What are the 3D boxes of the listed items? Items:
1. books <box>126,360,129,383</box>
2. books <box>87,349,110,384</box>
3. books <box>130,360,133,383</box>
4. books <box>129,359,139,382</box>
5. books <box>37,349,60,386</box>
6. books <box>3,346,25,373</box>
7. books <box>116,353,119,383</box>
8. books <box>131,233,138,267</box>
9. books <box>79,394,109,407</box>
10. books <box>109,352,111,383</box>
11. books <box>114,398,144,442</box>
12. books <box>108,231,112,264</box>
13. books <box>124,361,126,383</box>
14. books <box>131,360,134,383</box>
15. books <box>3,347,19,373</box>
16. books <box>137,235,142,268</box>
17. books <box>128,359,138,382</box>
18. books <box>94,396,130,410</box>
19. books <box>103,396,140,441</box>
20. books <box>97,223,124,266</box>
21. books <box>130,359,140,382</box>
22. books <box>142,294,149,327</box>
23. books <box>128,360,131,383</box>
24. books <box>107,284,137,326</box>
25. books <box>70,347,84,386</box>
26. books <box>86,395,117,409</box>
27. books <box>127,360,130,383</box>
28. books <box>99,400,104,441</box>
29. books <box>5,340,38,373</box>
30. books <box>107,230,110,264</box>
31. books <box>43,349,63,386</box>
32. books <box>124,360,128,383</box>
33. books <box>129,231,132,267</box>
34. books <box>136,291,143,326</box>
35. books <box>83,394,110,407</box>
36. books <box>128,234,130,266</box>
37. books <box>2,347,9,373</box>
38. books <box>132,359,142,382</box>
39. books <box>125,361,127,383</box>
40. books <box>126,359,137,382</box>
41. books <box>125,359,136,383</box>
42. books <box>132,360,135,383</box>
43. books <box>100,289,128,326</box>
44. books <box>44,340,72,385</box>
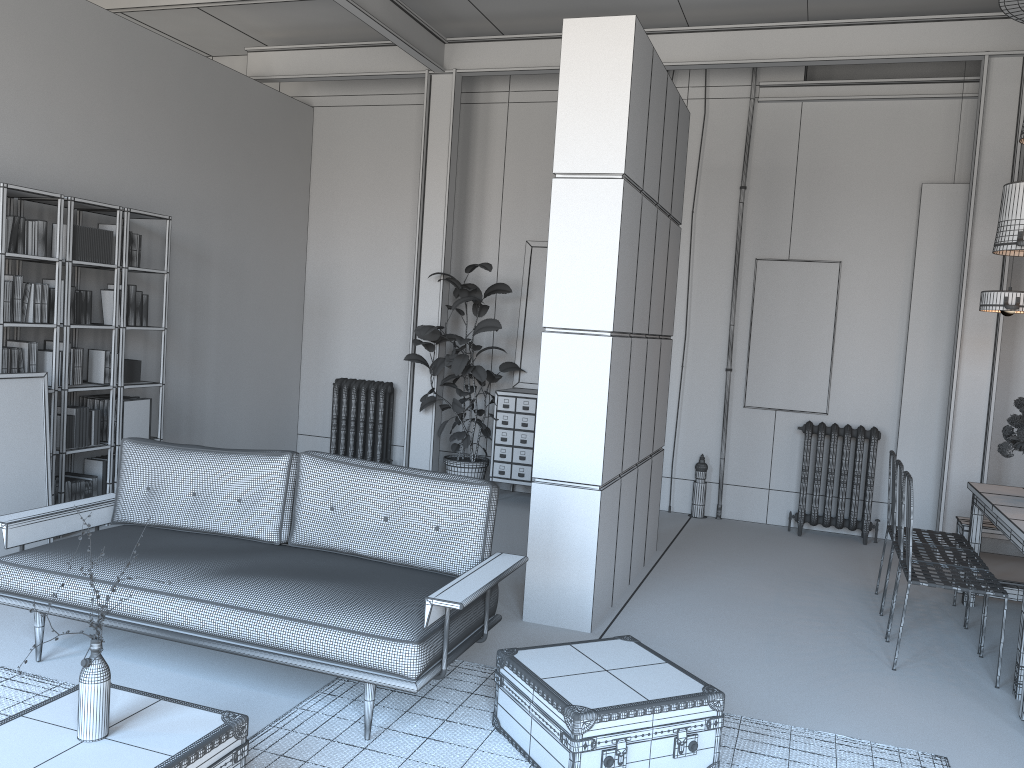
[{"bbox_3d":[-2.906,-0.092,6.590,0.134,0.177,0.012,5,4,19],"label":"books"},{"bbox_3d":[-3.005,-0.127,6.434,0.170,0.245,0.043,5,4,19],"label":"books"},{"bbox_3d":[-2.894,-0.093,6.623,0.134,0.177,0.012,5,4,19],"label":"books"},{"bbox_3d":[-2.872,-0.096,6.689,0.134,0.177,0.012,5,4,19],"label":"books"},{"bbox_3d":[-3.155,-0.108,6.003,0.178,0.244,0.057,5,4,19],"label":"books"},{"bbox_3d":[-3.258,-0.109,5.758,0.193,0.267,0.084,5,4,18],"label":"books"},{"bbox_3d":[-2.964,-0.119,6.524,0.176,0.232,0.015,5,4,19],"label":"books"},{"bbox_3d":[-2.833,-0.981,6.486,0.180,0.248,0.054,5,4,19],"label":"books"},{"bbox_3d":[-3.123,0.244,6.661,0.033,0.326,0.303,5,4,19],"label":"books"},{"bbox_3d":[-2.984,-0.121,6.485,0.162,0.229,0.053,6,4,26],"label":"books"},{"bbox_3d":[-2.820,0.272,6.558,0.068,0.327,0.303,5,4,19],"label":"books"},{"bbox_3d":[-2.882,-0.958,6.206,0.182,0.240,0.016,5,4,19],"label":"books"},{"bbox_3d":[-2.917,-0.091,6.558,0.134,0.177,0.012,5,4,19],"label":"books"},{"bbox_3d":[-2.891,-0.094,6.634,0.134,0.177,0.012,5,4,19],"label":"books"},{"bbox_3d":[-3.261,-0.106,5.683,0.193,0.265,0.062,5,4,19],"label":"books"},{"bbox_3d":[-2.811,-0.980,6.529,0.168,0.243,0.029,5,4,14],"label":"books"},{"bbox_3d":[-2.875,-0.096,6.678,0.134,0.177,0.012,5,4,19],"label":"books"},{"bbox_3d":[-2.982,0.257,6.619,0.056,0.315,0.317,5,4,19],"label":"books"},{"bbox_3d":[-2.899,0.262,6.595,0.037,0.322,0.333,5,4,19],"label":"books"},{"bbox_3d":[-2.879,-0.998,6.372,0.243,0.299,0.048,5,4,19],"label":"books"},{"bbox_3d":[-2.868,-0.097,6.699,0.134,0.177,0.012,5,4,19],"label":"books"},{"bbox_3d":[-2.811,-0.553,6.650,0.180,0.244,0.057,5,4,19],"label":"books"},{"bbox_3d":[-2.898,-0.093,6.612,0.134,0.177,0.012,5,4,19],"label":"books"},{"bbox_3d":[-2.849,-0.577,6.479,0.224,0.304,0.071,5,4,19],"label":"books"},{"bbox_3d":[-3.093,-0.126,6.170,0.193,0.265,0.091,5,4,19],"label":"books"},{"bbox_3d":[-3.040,0.252,6.639,0.068,0.318,0.319,5,4,19],"label":"books"},{"bbox_3d":[-2.902,-0.092,6.601,0.134,0.177,0.012,5,4,19],"label":"books"},{"bbox_3d":[-2.935,0.264,6.608,0.040,0.312,0.343,5,4,19],"label":"books"},{"bbox_3d":[-3.231,-0.134,5.827,0.222,0.303,0.071,5,4,19],"label":"books"},{"bbox_3d":[-2.888,-0.958,6.191,0.182,0.240,0.016,5,4,19],"label":"books"},{"bbox_3d":[-3.125,-0.109,6.056,0.178,0.244,0.057,5,4,19],"label":"books"},{"bbox_3d":[-2.909,-0.091,6.579,0.134,0.177,0.012,5,4,19],"label":"books"},{"bbox_3d":[-2.851,-0.984,6.450,0.189,0.258,0.027,5,4,19],"label":"books"},{"bbox_3d":[-2.840,-0.561,6.572,0.195,0.266,0.091,5,4,19],"label":"books"},{"bbox_3d":[-3.091,0.247,6.651,0.033,0.326,0.303,5,4,19],"label":"books"},{"bbox_3d":[-2.862,-0.974,6.421,0.194,0.241,0.030,5,4,16],"label":"books"},{"bbox_3d":[-3.294,-0.104,5.626,0.193,0.265,0.062,5,4,19],"label":"books"},{"bbox_3d":[-2.864,-0.097,6.710,0.134,0.177,0.012,5,4,19],"label":"books"},{"bbox_3d":[-2.913,-0.091,6.568,0.134,0.177,0.012,5,4,19],"label":"books"},{"bbox_3d":[-2.879,-0.095,6.667,0.134,0.177,0.012,5,4,19],"label":"books"},{"bbox_3d":[-2.883,-0.095,6.656,0.134,0.177,0.012,5,4,19],"label":"books"},{"bbox_3d":[-2.887,-0.094,6.645,0.134,0.177,0.012,5,4,19],"label":"books"},{"bbox_3d":[-2.874,-0.552,6.410,0.195,0.268,0.084,5,4,20],"label":"books"},{"bbox_3d":[-3.145,-0.147,6.121,0.222,0.303,0.038,5,4,19],"label":"books"}]
